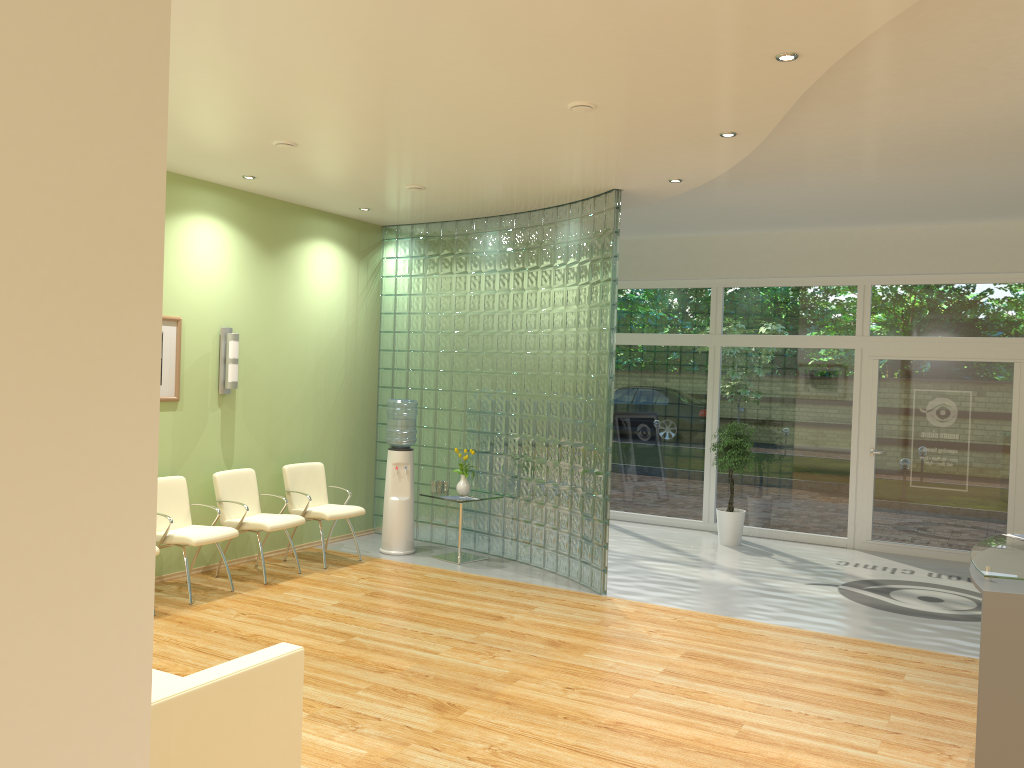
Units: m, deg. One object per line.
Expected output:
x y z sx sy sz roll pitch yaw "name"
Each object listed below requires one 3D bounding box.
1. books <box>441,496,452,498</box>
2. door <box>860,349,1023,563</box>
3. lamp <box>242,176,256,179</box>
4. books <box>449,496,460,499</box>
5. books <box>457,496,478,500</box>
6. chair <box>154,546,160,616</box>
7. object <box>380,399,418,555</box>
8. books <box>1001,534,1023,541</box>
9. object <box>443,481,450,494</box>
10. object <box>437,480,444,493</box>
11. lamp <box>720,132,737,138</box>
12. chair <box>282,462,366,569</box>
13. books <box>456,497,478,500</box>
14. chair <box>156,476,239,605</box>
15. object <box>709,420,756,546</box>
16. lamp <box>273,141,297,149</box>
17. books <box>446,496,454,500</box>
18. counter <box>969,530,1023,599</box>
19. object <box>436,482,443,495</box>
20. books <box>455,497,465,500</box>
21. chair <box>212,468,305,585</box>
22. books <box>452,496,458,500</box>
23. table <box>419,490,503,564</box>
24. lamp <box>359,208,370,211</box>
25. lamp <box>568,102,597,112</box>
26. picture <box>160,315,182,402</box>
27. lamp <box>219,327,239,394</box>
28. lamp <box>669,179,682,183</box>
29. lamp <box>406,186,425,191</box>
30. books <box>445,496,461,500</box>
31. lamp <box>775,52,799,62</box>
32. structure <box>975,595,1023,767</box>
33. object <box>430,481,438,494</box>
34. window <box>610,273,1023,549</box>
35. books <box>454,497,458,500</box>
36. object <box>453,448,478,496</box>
-0.549 1.070 8.366 0.150 0.004 0.210 3 1 44 "books"
4.533 0.745 9.379 1.500 2.200 0.218 3 1 29 "door"
-2.166 -1.700 7.304 0.105 0.011 0.105 2 1 10 "lamp"
-0.502 1.072 8.339 0.150 0.004 0.210 2 1 14 "books"
-0.415 1.074 8.355 0.150 0.004 0.210 1 1 -36 "books"
-2.897 1.198 6.274 0.650 0.881 0.536 3 1 34 "chair"
-1.106 0.907 8.757 0.353 1.506 0.353 3 1 36 "object"
2.406 0.717 4.124 0.150 0.004 0.210 2 1 -6 "books"
-0.640 1.005 8.601 0.072 0.119 0.071 3 1 29 "object"
-0.697 1.002 8.658 0.072 0.119 0.071 3 1 29 "object"
1.344 -1.549 5.516 0.105 0.011 0.105 2 1 -1 "lamp"
-1.768 1.204 8.278 0.650 0.881 0.536 3 1 34 "chair"
-0.431 1.074 8.346 0.150 0.004 0.210 2 1 -26 "books"
12.352 1.611 10.164 31.281 0.986 0.752 2 1 -12 "chair"
2.424 1.078 9.811 0.503 1.376 0.590 2 1 10 "object"
-1.576 -1.654 6.155 0.167 0.024 0.167 2 1 -10 "lamp"
-0.519 1.071 8.345 0.150 0.004 0.210 2 1 24 "books"
3.761 0.811 3.735 3.674 0.078 1.837 2 1 14 "counter"
-0.701 1.004 8.542 0.072 0.119 0.071 3 1 29 "object"
-0.448 1.073 8.340 0.150 0.004 0.210 2 1 -16 "books"
12.548 1.612 10.523 30.806 0.986 0.748 2 1 -11 "chair"
-0.484 1.072 8.336 0.150 0.004 0.210 2 1 4 "books"
-0.499 1.377 8.565 0.581 0.614 0.581 3 1 43 "table"
-1.432 -1.695 8.612 0.105 0.011 0.105 2 1 10 "lamp"
0.399 -1.568 5.046 0.167 0.024 0.167 2 1 -21 "lamp"
-2.991 -0.207 6.915 0.025 0.700 1.000 3 1 29 "picture"
-2.462 -0.201 7.739 0.142 0.580 0.134 3 1 29 "lamp"
1.267 -1.574 6.874 0.105 0.011 0.105 1 1 -45 "lamp"
-0.816 -1.650 7.508 0.167 0.024 0.167 2 1 12 "lamp"
-0.535 1.070 8.354 0.150 0.004 0.210 3 1 34 "books"
1.288 -1.529 4.155 0.105 0.011 0.105 2 1 -13 "lamp"
3.741 1.374 3.744 3.673 1.049 1.837 2 1 14 "structure"
-0.760 1.001 8.602 0.072 0.119 0.071 3 1 29 "object"
4.026 0.323 9.669 9.401 3.000 0.092 3 1 29 "window"
-0.466 1.073 8.336 0.150 0.004 0.210 2 1 -6 "books"
-0.457 0.842 8.552 0.219 0.459 0.201 1 1 -31 "object"
